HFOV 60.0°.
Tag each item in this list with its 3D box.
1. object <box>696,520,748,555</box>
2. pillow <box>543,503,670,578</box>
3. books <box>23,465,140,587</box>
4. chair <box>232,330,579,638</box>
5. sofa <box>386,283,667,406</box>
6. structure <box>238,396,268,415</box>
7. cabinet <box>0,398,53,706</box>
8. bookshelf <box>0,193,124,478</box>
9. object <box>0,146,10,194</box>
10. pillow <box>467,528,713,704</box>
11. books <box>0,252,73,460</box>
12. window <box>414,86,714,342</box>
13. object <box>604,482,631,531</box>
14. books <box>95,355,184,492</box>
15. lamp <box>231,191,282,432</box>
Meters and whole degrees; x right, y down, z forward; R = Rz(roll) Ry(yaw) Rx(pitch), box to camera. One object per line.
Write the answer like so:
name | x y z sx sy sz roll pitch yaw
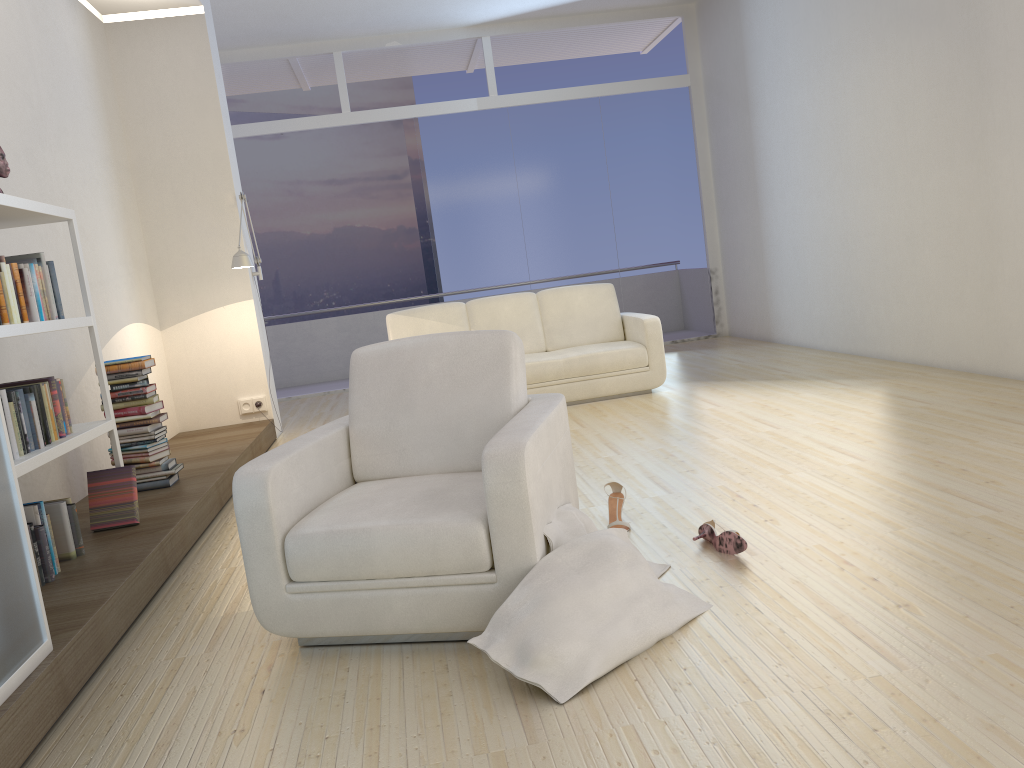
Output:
object | 0.707 0.536 3.094 0.121 0.091 0.287 -9 7 -8
pillow | 0.268 0.530 2.734 0.312 0.315 0.615 -5 8 20
books | -1.790 0.560 3.435 0.274 0.281 1.125 -8 7 0
chair | -0.299 0.268 2.996 0.919 0.828 0.941 -6 8 13
sofa | 0.001 -0.260 6.911 2.166 0.862 0.941 -9 7 -6
structure | -1.988 0.164 6.797 0.206 0.114 0.028 -9 7 -6
cabinet | -1.623 0.211 1.563 0.689 1.396 1.670 -9 7 -6
bookshelf | -1.941 0.049 3.144 0.465 1.396 1.599 -9 7 -6
object | -2.115 -0.901 3.567 0.138 0.409 0.133 -2 10 40
pillow | 0.232 0.606 2.453 0.712 0.287 0.299 -15 10 -43
books | -1.896 -0.122 3.316 0.215 0.743 0.831 -9 7 -6
window | 0.619 -1.669 9.597 2.988 2.706 0.012 -9 7 -6
object | 0.414 0.484 3.509 0.089 0.149 0.265 -7 7 6
books | -1.984 0.208 4.718 0.329 0.694 0.270 -9 7 -6
lamp | -1.908 -0.495 6.510 0.204 1.841 0.891 -9 7 -11
